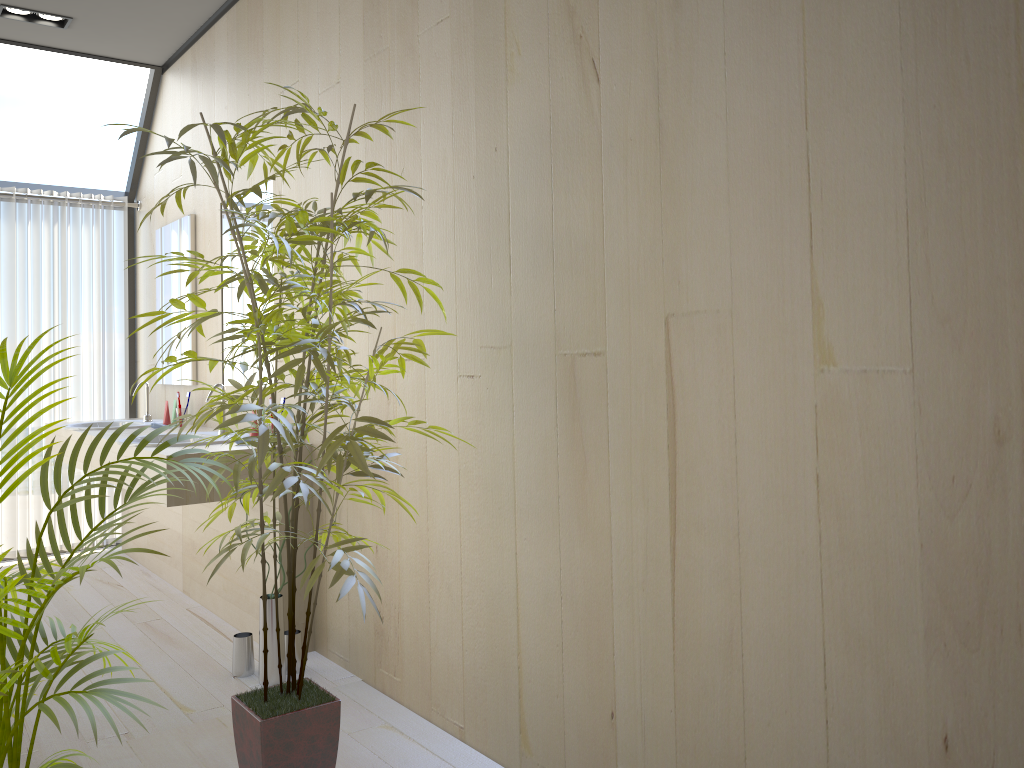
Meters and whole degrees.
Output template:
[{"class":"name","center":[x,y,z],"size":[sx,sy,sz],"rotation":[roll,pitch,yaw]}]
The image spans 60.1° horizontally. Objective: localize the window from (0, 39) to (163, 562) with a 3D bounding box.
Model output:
[{"class":"window","center":[-3.978,-0.355,3.852],"size":[4.562,2.818,0.744],"rotation":[-2,-1,-37]}]

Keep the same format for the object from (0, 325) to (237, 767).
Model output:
[{"class":"object","center":[-1.076,0.472,1.716],"size":[0.916,1.159,0.750],"rotation":[-1,-1,-3]}]

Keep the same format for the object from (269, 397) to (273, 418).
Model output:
[{"class":"object","center":[-0.914,0.140,3.374],"size":[0.012,0.178,0.050],"rotation":[-1,-2,3]}]

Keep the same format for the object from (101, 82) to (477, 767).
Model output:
[{"class":"object","center":[-0.506,0.159,2.203],"size":[0.787,1.759,0.934],"rotation":[-1,-1,-12]}]

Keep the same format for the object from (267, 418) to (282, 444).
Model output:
[{"class":"object","center":[-0.912,0.181,3.402],"size":[0.058,0.100,0.058],"rotation":[-1,-1,-26]}]

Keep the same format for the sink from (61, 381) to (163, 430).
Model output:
[{"class":"sink","center":[-2.056,0.198,4.589],"size":[0.504,0.420,0.573],"rotation":[-1,1,-33]}]

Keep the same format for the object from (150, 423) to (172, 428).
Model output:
[{"class":"object","center":[-1.716,0.203,4.332],"size":[0.104,0.029,0.032],"rotation":[-1,0,4]}]

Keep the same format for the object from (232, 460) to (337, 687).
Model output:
[{"class":"object","center":[-0.780,0.645,3.139],"size":[0.273,0.750,0.407],"rotation":[-2,-2,41]}]

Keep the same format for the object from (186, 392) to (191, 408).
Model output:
[{"class":"object","center":[-1.615,0.126,4.375],"size":[0.054,0.175,0.012],"rotation":[-1,-2,-11]}]

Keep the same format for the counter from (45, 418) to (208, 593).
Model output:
[{"class":"counter","center":[-2.029,0.611,4.632],"size":[0.550,0.792,1.204],"rotation":[-1,0,-37]}]

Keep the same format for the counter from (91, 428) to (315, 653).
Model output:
[{"class":"counter","center":[-1.311,0.625,3.664],"size":[0.550,0.792,1.204],"rotation":[-1,0,-37]}]

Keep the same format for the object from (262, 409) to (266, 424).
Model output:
[{"class":"object","center":[-1.005,0.161,3.560],"size":[0.039,0.135,0.039],"rotation":[-1,-1,5]}]

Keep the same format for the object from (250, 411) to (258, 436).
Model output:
[{"class":"object","center":[-1.003,0.164,3.446],"size":[0.039,0.135,0.039],"rotation":[-1,-1,5]}]

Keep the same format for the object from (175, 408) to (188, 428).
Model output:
[{"class":"object","center":[-1.630,0.168,4.371],"size":[0.058,0.100,0.058],"rotation":[-1,-1,-30]}]

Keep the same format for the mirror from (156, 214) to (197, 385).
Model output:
[{"class":"mirror","center":[-1.804,-0.432,4.741],"size":[0.023,0.870,0.652],"rotation":[0,-1,-37]}]

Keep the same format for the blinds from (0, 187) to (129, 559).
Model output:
[{"class":"blinds","center":[-2.785,-0.071,4.961],"size":[1.183,2.074,0.084],"rotation":[-1,-2,-36]}]

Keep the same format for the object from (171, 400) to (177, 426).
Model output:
[{"class":"object","center":[-1.723,0.148,4.528],"size":[0.039,0.135,0.039],"rotation":[-2,-2,12]}]

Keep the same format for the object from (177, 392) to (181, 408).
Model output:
[{"class":"object","center":[-1.632,0.126,4.342],"size":[0.012,0.178,0.050],"rotation":[-1,-2,3]}]

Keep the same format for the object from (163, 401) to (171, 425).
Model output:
[{"class":"object","center":[-1.721,0.151,4.414],"size":[0.039,0.135,0.039],"rotation":[-2,-2,12]}]

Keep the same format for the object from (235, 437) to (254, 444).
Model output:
[{"class":"object","center":[-0.998,0.216,3.364],"size":[0.104,0.029,0.032],"rotation":[-1,0,4]}]

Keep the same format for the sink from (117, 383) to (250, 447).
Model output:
[{"class":"sink","center":[-1.338,0.212,3.621],"size":[0.504,0.420,0.573],"rotation":[-1,1,-33]}]

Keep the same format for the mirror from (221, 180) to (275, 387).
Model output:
[{"class":"mirror","center":[-1.165,-0.421,3.926],"size":[0.023,0.870,0.652],"rotation":[0,-1,-37]}]

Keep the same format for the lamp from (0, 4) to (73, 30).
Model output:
[{"class":"lamp","center":[-2.271,-1.797,4.212],"size":[0.301,0.112,0.164],"rotation":[-2,1,-37]}]

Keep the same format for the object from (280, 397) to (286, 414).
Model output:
[{"class":"object","center":[-0.897,0.140,3.406],"size":[0.054,0.175,0.012],"rotation":[-1,-2,-11]}]
